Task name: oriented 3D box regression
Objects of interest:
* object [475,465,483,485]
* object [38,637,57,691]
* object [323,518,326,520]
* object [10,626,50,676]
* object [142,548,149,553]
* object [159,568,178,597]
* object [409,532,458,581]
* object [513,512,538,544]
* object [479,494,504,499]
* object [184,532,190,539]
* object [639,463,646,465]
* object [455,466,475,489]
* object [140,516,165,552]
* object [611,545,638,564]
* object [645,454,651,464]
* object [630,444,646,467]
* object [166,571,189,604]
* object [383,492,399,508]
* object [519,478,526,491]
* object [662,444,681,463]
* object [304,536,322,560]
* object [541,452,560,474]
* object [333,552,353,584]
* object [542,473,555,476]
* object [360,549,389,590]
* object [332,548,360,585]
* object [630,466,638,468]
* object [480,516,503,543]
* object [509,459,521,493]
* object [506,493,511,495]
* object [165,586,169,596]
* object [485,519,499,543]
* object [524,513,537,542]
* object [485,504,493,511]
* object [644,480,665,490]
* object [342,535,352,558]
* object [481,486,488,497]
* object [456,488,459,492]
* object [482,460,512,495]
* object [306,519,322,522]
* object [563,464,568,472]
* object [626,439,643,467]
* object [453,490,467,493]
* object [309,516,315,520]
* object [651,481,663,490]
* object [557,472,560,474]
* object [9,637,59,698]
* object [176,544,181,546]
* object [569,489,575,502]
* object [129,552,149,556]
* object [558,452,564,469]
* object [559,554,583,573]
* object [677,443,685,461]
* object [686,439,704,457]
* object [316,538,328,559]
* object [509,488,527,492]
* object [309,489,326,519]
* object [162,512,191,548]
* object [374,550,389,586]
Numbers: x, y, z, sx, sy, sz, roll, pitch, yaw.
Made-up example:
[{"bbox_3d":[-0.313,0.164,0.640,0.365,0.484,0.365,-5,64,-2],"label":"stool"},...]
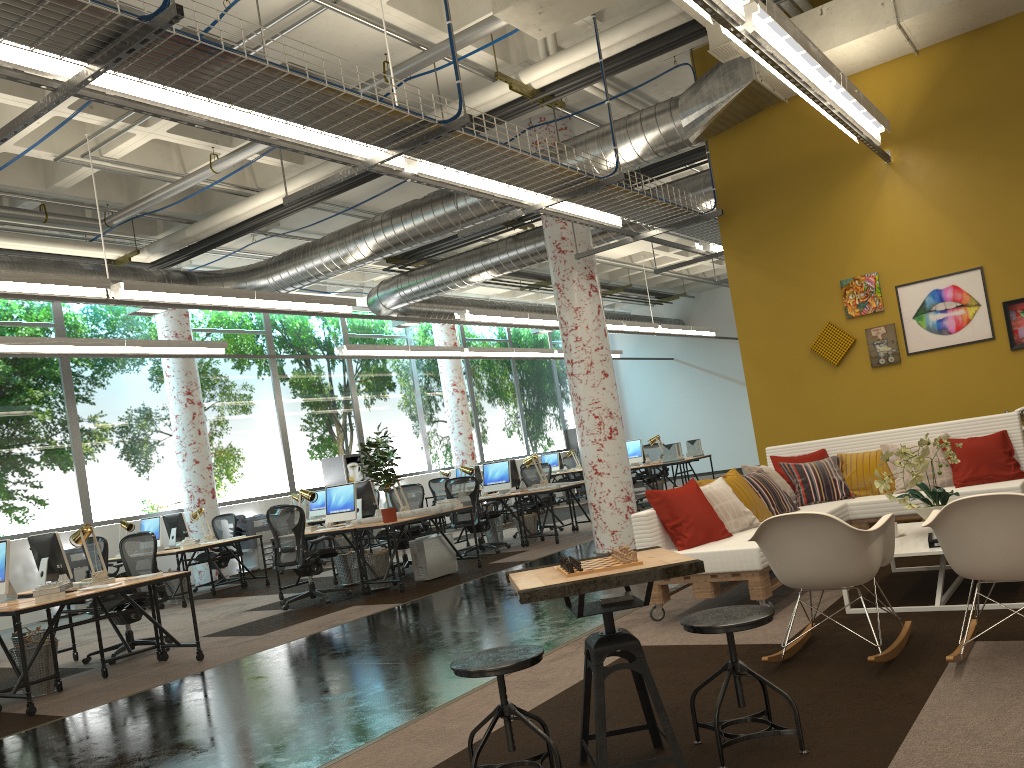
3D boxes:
[{"bbox_3d":[-0.841,1.974,18.670,0.486,0.484,0.189,-12,-3,35],"label":"object"},{"bbox_3d":[-3.596,2.170,6.855,0.236,0.402,0.119,-11,-3,35],"label":"object"},{"bbox_3d":[-3.044,2.194,14.448,0.060,0.029,0.106,-12,-6,35],"label":"object"},{"bbox_3d":[-4.133,2.315,7.684,0.360,0.434,0.352,-11,-4,31],"label":"object"},{"bbox_3d":[-5.186,2.280,12.490,0.101,0.209,0.102,-9,-2,-10],"label":"object"},{"bbox_3d":[-5.048,2.919,12.965,0.360,0.434,0.352,-11,-4,31],"label":"object"},{"bbox_3d":[-0.893,1.980,10.191,0.222,0.454,0.540,-11,-4,34],"label":"object"},{"bbox_3d":[0.209,2.034,12.529,0.360,0.434,0.352,-11,-4,31],"label":"object"},{"bbox_3d":[-0.308,1.594,12.532,0.441,0.017,0.118,-13,-6,35],"label":"object"},{"bbox_3d":[-4.619,2.197,12.589,0.101,0.209,0.102,-9,-2,-10],"label":"object"},{"bbox_3d":[2.415,1.512,16.660,0.441,0.017,0.118,-13,-6,35],"label":"object"},{"bbox_3d":[-0.930,1.938,18.086,0.486,0.484,0.189,-12,-3,35],"label":"object"},{"bbox_3d":[-4.969,2.085,12.252,0.486,0.484,0.189,-12,-3,35],"label":"object"},{"bbox_3d":[0.410,0.617,3.250,0.056,0.053,0.251,-9,-5,-5],"label":"object"},{"bbox_3d":[2.492,1.368,16.253,0.101,0.209,0.102,-9,-2,-10],"label":"object"},{"bbox_3d":[2.231,1.291,16.500,0.486,0.484,0.189,-12,-3,35],"label":"object"},{"bbox_3d":[-4.562,2.764,12.074,0.360,0.434,0.352,-11,-4,31],"label":"object"},{"bbox_3d":[-2.035,1.938,14.954,0.282,0.301,0.150,-11,-3,35],"label":"object"},{"bbox_3d":[0.152,1.468,13.044,0.101,0.209,0.102,-9,-2,-10],"label":"object"},{"bbox_3d":[2.727,1.194,15.225,0.282,0.301,0.150,-11,-3,35],"label":"object"},{"bbox_3d":[-3.584,2.976,16.000,0.352,0.397,0.355,-7,-4,-36],"label":"object"},{"bbox_3d":[0.915,1.871,20.752,0.486,0.484,0.189,-12,-3,35],"label":"object"},{"bbox_3d":[-2.053,2.236,10.749,0.236,0.402,0.119,-11,-3,35],"label":"object"},{"bbox_3d":[0.805,2.110,20.577,0.441,0.017,0.118,-13,-6,35],"label":"object"},{"bbox_3d":[-1.520,2.065,9.921,0.360,0.434,0.352,-11,-4,31],"label":"object"},{"bbox_3d":[-2.006,2.221,10.811,0.360,0.434,0.352,-11,-4,31],"label":"object"},{"bbox_3d":[2.032,1.494,15.741,0.441,0.017,0.118,-13,-6,35],"label":"object"},{"bbox_3d":[-0.277,2.189,13.420,0.360,0.434,0.352,-11,-4,31],"label":"object"},{"bbox_3d":[-0.109,1.391,13.291,0.486,0.484,0.189,-12,-3,35],"label":"object"},{"bbox_3d":[-0.048,1.528,12.339,0.060,0.029,0.106,-12,-6,35],"label":"object"},{"bbox_3d":[-5.095,2.935,12.902,0.236,0.402,0.119,-11,-3,35],"label":"object"},{"bbox_3d":[-0.324,2.205,13.358,0.236,0.402,0.119,-11,-3,35],"label":"object"},{"bbox_3d":[0.260,2.045,12.591,0.236,0.402,0.119,-11,-3,35],"label":"object"},{"bbox_3d":[-0.472,2.628,17.970,0.236,0.402,0.119,-11,-3,35],"label":"object"},{"bbox_3d":[2.549,1.934,15.739,0.360,0.434,0.352,-11,-4,31],"label":"object"},{"bbox_3d":[-2.736,2.710,14.699,0.236,0.402,0.119,-11,-3,35],"label":"object"},{"bbox_3d":[-0.415,1.550,12.945,0.101,0.209,0.102,-9,-2,-10],"label":"object"},{"bbox_3d":[-1.147,2.133,18.324,0.101,0.209,0.102,-9,-2,-10],"label":"object"},{"bbox_3d":[-0.198,1.355,12.708,0.486,0.484,0.189,-12,-3,35],"label":"object"},{"bbox_3d":[-3.304,2.259,14.640,0.441,0.017,0.118,-13,-6,35],"label":"object"},{"bbox_3d":[1.265,1.984,21.088,0.101,0.209,0.102,-9,-2,-10],"label":"object"},{"bbox_3d":[2.142,1.255,15.917,0.486,0.484,0.189,-12,-3,35],"label":"object"},{"bbox_3d":[-1.040,2.177,17.911,0.441,0.017,0.118,-13,-6,35],"label":"object"},{"bbox_3d":[-3.411,2.216,15.054,0.101,0.209,0.102,-9,-2,-10],"label":"object"},{"bbox_3d":[2.600,1.945,15.800,0.236,0.402,0.119,-11,-3,35],"label":"object"},{"bbox_3d":[1.065,2.045,20.384,0.060,0.029,0.106,-12,-6,35],"label":"object"},{"bbox_3d":[-3.647,2.160,6.794,0.360,0.434,0.352,-11,-4,31],"label":"object"},{"bbox_3d":[-4.958,2.393,13.189,0.060,0.029,0.106,-12,-6,35],"label":"object"},{"bbox_3d":[1.373,2.561,20.635,0.236,0.402,0.119,-11,-3,35],"label":"object"},{"bbox_3d":[-5.079,2.323,12.077,0.441,0.017,0.118,-13,-6,35],"label":"object"},{"bbox_3d":[1.004,1.907,21.335,0.486,0.484,0.189,-12,-3,35],"label":"object"},{"bbox_3d":[0.211,0.647,3.232,0.056,0.053,0.251,-9,-5,-5],"label":"object"},{"bbox_3d":[2.811,1.191,15.347,0.282,0.301,0.150,-11,-3,35],"label":"object"},{"bbox_3d":[3.302,1.173,16.055,0.282,0.301,0.150,-11,-3,35],"label":"object"},{"bbox_3d":[-3.320,2.870,15.466,0.236,0.402,0.119,-11,-3,35],"label":"object"},{"bbox_3d":[0.075,1.611,13.451,0.441,0.017,0.118,-13,-6,35],"label":"object"},{"bbox_3d":[-3.375,2.430,14.975,1.083,1.206,0.190,-11,-3,35],"label":"object"},{"bbox_3d":[-4.880,2.121,12.835,0.486,0.484,0.189,-12,-3,35],"label":"object"},{"bbox_3d":[-1.469,2.076,9.982,0.236,0.402,0.119,-11,-3,35],"label":"object"}]
